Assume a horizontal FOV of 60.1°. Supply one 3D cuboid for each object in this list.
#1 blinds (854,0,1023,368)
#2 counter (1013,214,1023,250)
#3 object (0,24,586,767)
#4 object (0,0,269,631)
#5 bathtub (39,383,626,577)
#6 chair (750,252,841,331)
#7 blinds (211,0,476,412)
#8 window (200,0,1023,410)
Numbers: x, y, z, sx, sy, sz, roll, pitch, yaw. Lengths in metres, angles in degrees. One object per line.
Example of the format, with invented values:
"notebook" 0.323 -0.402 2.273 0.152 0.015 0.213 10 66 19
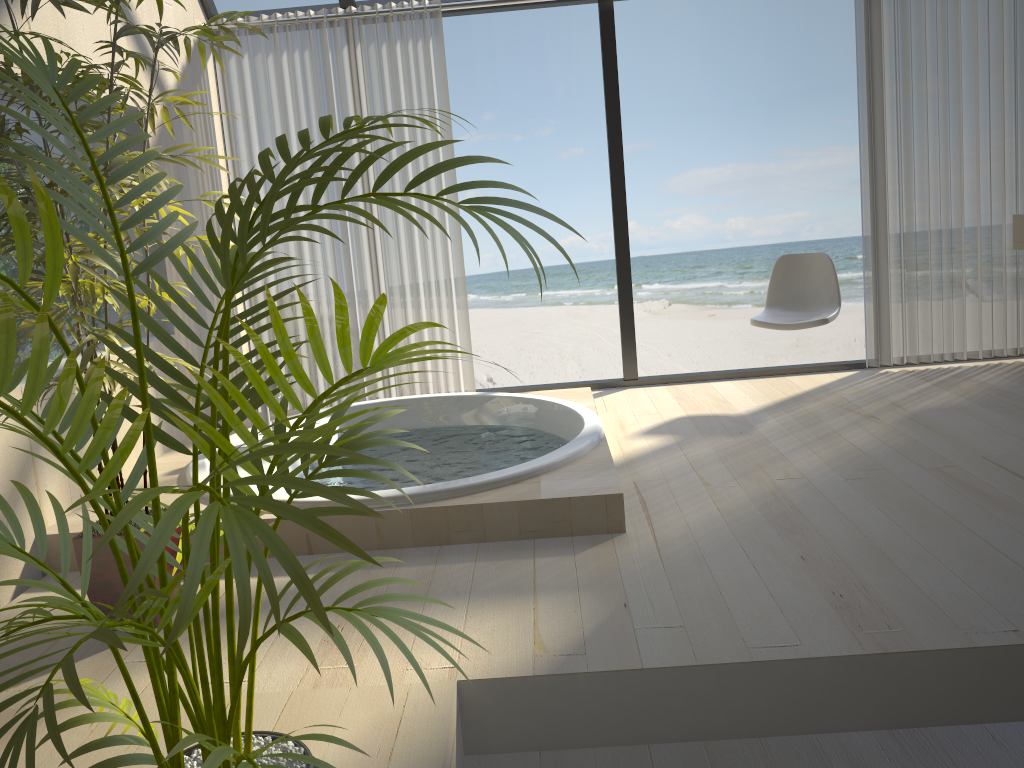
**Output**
"blinds" 2.378 -1.151 4.539 1.182 2.054 0.084 -5 7 2
"counter" 2.828 -0.377 3.929 0.550 0.784 1.216 -4 10 2
"object" -0.388 0.118 1.202 1.066 1.335 0.879 -6 9 -9
"object" -1.126 -0.225 2.275 0.786 1.743 0.943 -1 9 27
"bathtub" -0.543 0.312 3.533 1.820 0.693 1.662 -4 10 2
"chair" 1.383 -0.449 4.304 0.369 0.344 0.458 1 11 30
"blinds" -0.864 -0.901 4.661 1.182 2.054 0.084 -5 7 2
"window" 0.732 -1.325 4.364 4.559 2.792 0.751 -4 8 2
